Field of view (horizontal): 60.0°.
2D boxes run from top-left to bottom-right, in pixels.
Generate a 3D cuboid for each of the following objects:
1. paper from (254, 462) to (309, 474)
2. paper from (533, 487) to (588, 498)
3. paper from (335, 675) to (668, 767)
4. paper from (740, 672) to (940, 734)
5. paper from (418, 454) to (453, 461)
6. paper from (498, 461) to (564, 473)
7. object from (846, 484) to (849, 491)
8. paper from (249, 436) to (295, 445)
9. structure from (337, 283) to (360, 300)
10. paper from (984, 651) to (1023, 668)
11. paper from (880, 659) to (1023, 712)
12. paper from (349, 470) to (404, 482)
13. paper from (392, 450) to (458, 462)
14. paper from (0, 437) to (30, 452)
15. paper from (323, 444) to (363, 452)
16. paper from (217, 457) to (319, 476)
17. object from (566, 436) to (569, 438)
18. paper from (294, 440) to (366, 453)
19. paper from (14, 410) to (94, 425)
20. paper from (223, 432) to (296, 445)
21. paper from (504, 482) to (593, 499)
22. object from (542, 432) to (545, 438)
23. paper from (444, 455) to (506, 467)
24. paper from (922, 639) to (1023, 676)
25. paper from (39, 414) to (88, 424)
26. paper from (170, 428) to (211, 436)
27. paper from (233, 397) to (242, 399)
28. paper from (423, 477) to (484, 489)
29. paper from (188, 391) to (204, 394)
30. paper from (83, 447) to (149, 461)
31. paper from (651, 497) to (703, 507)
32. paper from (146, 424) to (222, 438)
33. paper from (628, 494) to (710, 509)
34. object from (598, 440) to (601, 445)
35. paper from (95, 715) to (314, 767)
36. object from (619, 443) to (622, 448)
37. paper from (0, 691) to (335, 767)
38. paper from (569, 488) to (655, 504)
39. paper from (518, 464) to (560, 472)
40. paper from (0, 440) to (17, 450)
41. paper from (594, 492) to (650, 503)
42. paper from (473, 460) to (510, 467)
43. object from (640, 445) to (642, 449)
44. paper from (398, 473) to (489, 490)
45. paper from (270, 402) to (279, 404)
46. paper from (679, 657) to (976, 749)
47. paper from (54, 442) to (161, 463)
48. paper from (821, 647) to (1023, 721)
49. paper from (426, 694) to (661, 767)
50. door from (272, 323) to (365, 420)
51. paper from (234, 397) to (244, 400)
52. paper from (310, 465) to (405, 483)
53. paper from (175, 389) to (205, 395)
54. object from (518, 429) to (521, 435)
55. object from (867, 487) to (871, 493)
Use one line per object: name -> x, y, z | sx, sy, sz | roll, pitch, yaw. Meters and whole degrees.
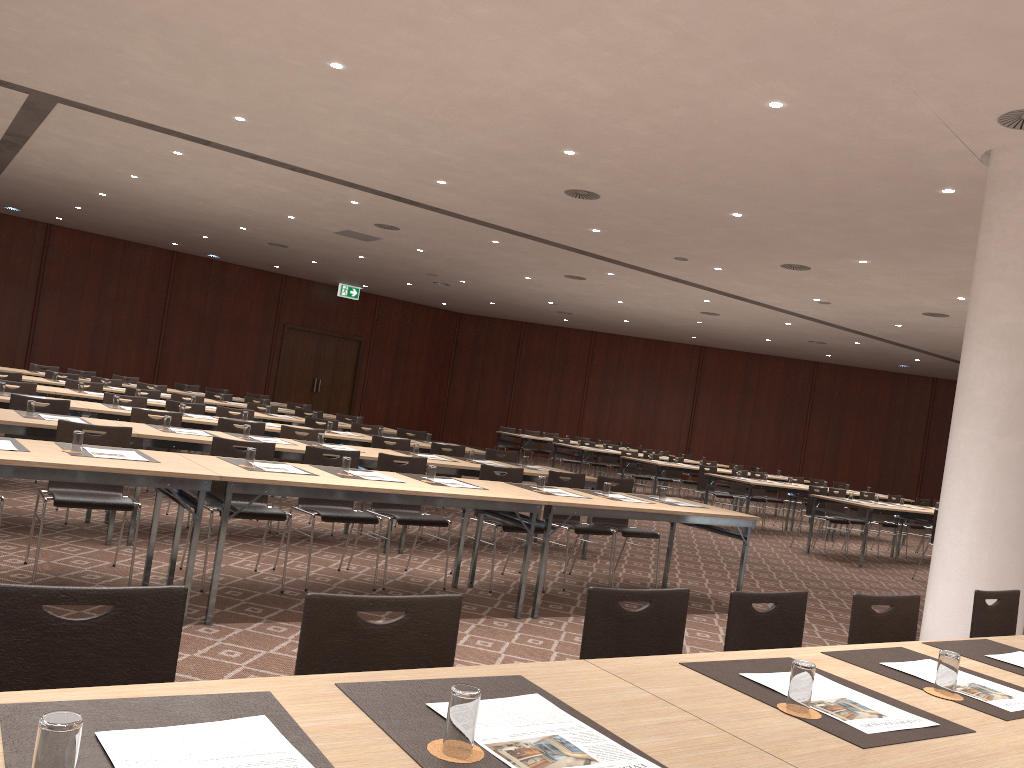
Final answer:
paper -> -1.474, 0.527, 5.591 | 0.284, 0.006, 0.398 | 10, -2, -33
paper -> 0.360, 0.837, 6.866 | 0.284, 0.006, 0.398 | 9, -2, -31
paper -> -0.022, 0.665, 1.705 | 0.460, 0.003, 0.565 | 10, -2, -32
paper -> 0.826, 0.803, 2.266 | 0.284, 0.006, 0.398 | 9, -2, -32
paper -> -0.771, 0.702, 8.536 | 0.284, 0.006, 0.398 | 10, -2, -34
paper -> 0.205, 0.872, 9.311 | 0.460, 0.003, 0.565 | 10, -2, -36
object -> 5.946, 1.836, 15.714 | 0.054, 0.114, 0.054 | 8, -1, 21
paper -> -2.067, 0.482, 7.594 | 0.284, 0.006, 0.398 | 10, -2, -36
structure -> -4.479, -2.533, 24.343 | 0.587, 0.346, 0.105 | 9, -1, -35
paper -> 1.880, 0.982, 3.023 | 0.284, 0.006, 0.397 | 10, -2, -37
paper -> 1.358, 0.894, 2.650 | 0.284, 0.006, 0.398 | 10, -2, -34
paper -> -0.940, 0.618, 5.977 | 0.284, 0.006, 0.398 | 10, -2, -36
paper -> -0.836, 0.696, 8.556 | 0.460, 0.003, 0.565 | 10, -2, -34
paper -> -2.845, 0.301, 4.685 | 0.460, 0.003, 0.565 | 10, -2, -37
paper -> -1.542, 0.571, 7.961 | 0.284, 0.006, 0.398 | 10, -2, -35
paper -> -1.545, 0.521, 5.601 | 0.460, 0.003, 0.565 | 10, -2, -37
object -> 1.223, 1.204, 19.687 | 0.054, 0.114, 0.054 | 8, -1, 44
paper -> -1.649, 0.559, 7.973 | 0.460, 0.003, 0.565 | 10, -2, -37
paper -> -3.466, 0.252, 6.698 | 0.460, 0.003, 0.565 | 10, -2, -36
paper -> -2.173, 0.471, 7.639 | 0.460, 0.003, 0.565 | 10, -2, -38
paper -> 0.279, 0.829, 6.901 | 0.460, 0.003, 0.565 | 10, -2, -32
object -> 0.696, 1.115, 19.323 | 0.054, 0.114, 0.054 | 8, -1, 44
paper -> -0.343, 0.780, 8.943 | 0.460, 0.003, 0.565 | 10, -2, -34
paper -> 1.812, 0.977, 3.073 | 0.460, 0.003, 0.565 | 10, -2, -35
paper -> -3.371, 0.261, 6.655 | 0.284, 0.006, 0.398 | 10, -2, -35
paper -> -2.616, 0.389, 7.208 | 0.284, 0.006, 0.398 | 10, -2, -32
paper -> -4.805, 0.241, 15.422 | 0.284, 0.006, 0.398 | 10, -2, -37
paper -> -0.429, 0.704, 6.323 | 0.284, 0.006, 0.397 | 10, -2, -37
paper -> -5.331, 0.152, 15.058 | 0.284, 0.006, 0.397 | 10, -2, -38
paper -> -2.248, 0.396, 5.025 | 0.284, 0.006, 0.398 | 10, -2, -35
paper -> 1.407, 1.014, 7.642 | 0.284, 0.006, 0.398 | 10, -2, -36
paper -> -2.690, 0.383, 7.254 | 0.460, 0.003, 0.565 | 10, -2, -36
paper -> 1.335, 1.007, 7.633 | 0.460, 0.003, 0.565 | 10, -2, -36
object -> 2.001, 1.336, 20.249 | 0.054, 0.114, 0.054 | 8, -1, 21
paper -> -0.435, 0.590, 1.341 | 0.284, 0.006, 0.397 | 10, -2, -37
object -> 2.531, 1.425, 20.626 | 0.054, 0.114, 0.054 | 8, -1, 21
paper -> -0.511, 0.582, 1.357 | 0.460, 0.003, 0.565 | 10, -2, -32
paper -> 0.824, 0.921, 7.295 | 0.460, 0.003, 0.565 | 10, -2, -34
paper -> 0.290, 0.881, 9.280 | 0.284, 0.006, 0.397 | 10, -2, -38
paper -> -2.762, 0.309, 4.632 | 0.284, 0.006, 0.398 | 10, -2, -35
paper -> 0.901, 0.928, 7.237 | 0.284, 0.006, 0.398 | 10, -2, -35
paper -> -0.232, 0.793, 8.913 | 0.284, 0.006, 0.398 | 10, -2, -34
object -> 3.048, 1.513, 21.000 | 0.054, 0.114, 0.054 | 8, -1, 21
paper -> -0.503, 0.697, 6.364 | 0.460, 0.003, 0.565 | 10, -2, -33
paper -> -4.280, 0.331, 15.838 | 0.284, 0.006, 0.398 | 10, -2, -34
paper -> 0.795, 0.803, 2.283 | 0.460, 0.003, 0.565 | 10, -2, -34
paper -> -2.315, 0.391, 5.064 | 0.460, 0.003, 0.565 | 10, -2, -36
paper -> 1.314, 0.891, 2.680 | 0.460, 0.003, 0.565 | 10, -2, -35
paper -> 0.055, 0.673, 1.693 | 0.284, 0.006, 0.398 | 10, -2, -35
door -> -5.464, -0.161, 24.937 | 2.424, 2.699, 0.200 | 9, -1, -35
paper -> -4.867, 0.236, 15.454 | 0.460, 0.003, 0.565 | 10, -2, -35
paper -> -1.046, 0.605, 5.970 | 0.460, 0.003, 0.565 | 10, -2, -34
paper -> -5.418, 0.144, 15.082 | 0.460, 0.003, 0.565 | 10, -2, -36
object -> 0.168, 1.026, 18.937 | 0.054, 0.114, 0.054 | 8, -1, 44
object -> 6.468, 1.924, 16.084 | 0.054, 0.114, 0.054 | 8, -1, 21
